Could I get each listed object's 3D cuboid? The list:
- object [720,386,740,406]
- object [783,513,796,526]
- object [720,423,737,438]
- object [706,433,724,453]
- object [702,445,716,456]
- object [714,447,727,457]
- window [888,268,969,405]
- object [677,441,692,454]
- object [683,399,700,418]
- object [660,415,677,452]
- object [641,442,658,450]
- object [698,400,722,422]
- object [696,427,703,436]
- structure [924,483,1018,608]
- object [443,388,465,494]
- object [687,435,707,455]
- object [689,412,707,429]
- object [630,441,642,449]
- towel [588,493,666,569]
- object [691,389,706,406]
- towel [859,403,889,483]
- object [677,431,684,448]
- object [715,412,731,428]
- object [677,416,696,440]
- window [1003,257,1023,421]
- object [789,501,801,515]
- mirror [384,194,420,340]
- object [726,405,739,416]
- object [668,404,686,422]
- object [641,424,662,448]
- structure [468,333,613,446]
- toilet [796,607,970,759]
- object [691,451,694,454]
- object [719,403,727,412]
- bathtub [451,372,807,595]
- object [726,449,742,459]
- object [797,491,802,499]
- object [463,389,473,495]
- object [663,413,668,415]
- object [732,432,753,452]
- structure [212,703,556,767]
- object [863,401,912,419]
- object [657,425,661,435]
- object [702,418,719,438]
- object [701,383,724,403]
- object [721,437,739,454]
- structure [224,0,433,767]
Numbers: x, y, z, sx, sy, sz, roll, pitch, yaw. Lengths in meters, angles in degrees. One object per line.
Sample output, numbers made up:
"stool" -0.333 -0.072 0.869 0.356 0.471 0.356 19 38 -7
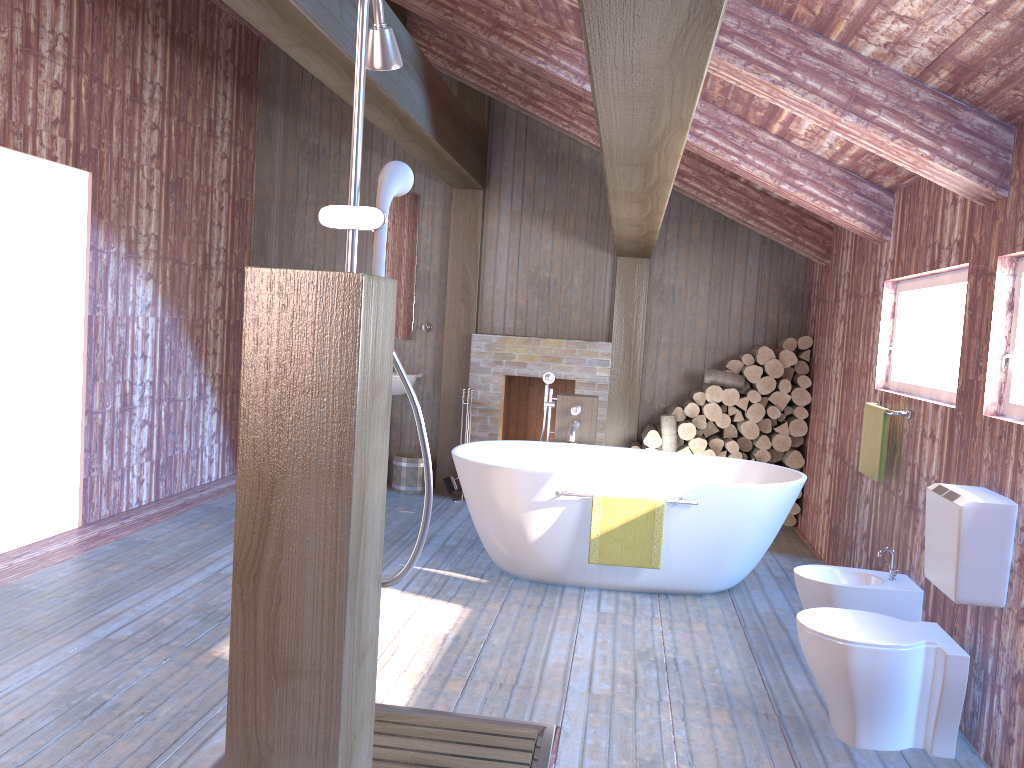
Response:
"object" 1.654 0.081 6.814 0.138 0.147 0.440 4 4 8
"object" 2.109 1.015 6.861 0.114 0.113 0.301 4 4 5
"object" 1.692 0.357 6.921 0.104 0.127 0.321 4 4 8
"object" 1.566 0.454 6.847 0.114 0.120 0.303 4 4 8
"object" 1.500 0.525 6.852 0.098 0.100 0.437 4 4 6
"object" 1.593 0.533 6.847 0.086 0.089 0.279 4 4 5
"window" 1.979 -0.222 4.149 0.054 0.587 1.255 4 4 8
"object" 1.300 0.536 6.908 0.155 0.174 0.483 4 4 6
"object" 1.383 0.186 6.845 0.115 0.123 0.291 4 4 8
"object" 1.188 0.381 6.716 0.147 0.298 0.109 4 4 10
"object" 1.072 0.531 6.912 0.137 0.133 0.437 4 4 6
"object" 1.520 0.195 6.832 0.141 0.143 0.437 4 4 6
"object" 1.438 0.360 6.865 0.064 0.068 0.174 4 4 7
"structure" 1.590 0.554 3.114 0.182 0.363 0.358 4 4 8
"object" -0.461 0.449 6.996 0.136 0.846 0.062 3 4 -11
"object" 1.425 0.451 6.878 0.139 0.148 0.458 4 4 8
"object" 1.436 0.278 6.860 0.111 0.113 0.301 4 4 7
"object" 0.980 0.517 6.977 0.101 0.103 0.242 4 4 8
"towel" 0.582 0.748 4.502 0.370 0.361 0.032 4 4 4
"object" 1.443 0.099 6.847 0.106 0.112 0.282 4 4 8
"towel" 1.807 0.287 4.432 0.032 0.361 0.370 4 4 8
"object" 1.286 0.426 6.973 0.121 0.124 0.291 4 4 8
"object" 1.612 0.266 6.822 0.115 0.123 0.291 4 4 8
"object" 1.343 0.338 6.867 0.138 0.147 0.440 4 4 8
"window" 1.752 -0.134 2.621 0.054 0.587 1.255 4 4 8
"object" 2.121 0.907 6.799 0.102 0.109 0.438 4 4 8
"mirror" -0.965 -0.972 7.346 0.350 1.199 0.009 4 4 7
"object" 1.689 0.194 6.811 0.088 0.092 0.280 4 4 8
"object" 1.283 0.222 6.909 0.114 0.113 0.301 4 4 5
"object" 1.087 0.401 6.914 0.139 0.137 0.455 4 4 6
"structure" 0.205 0.284 7.193 1.130 1.330 0.226 4 4 7
"toilet" 1.285 1.066 3.190 0.534 0.400 0.375 4 4 8
"object" 1.412 0.579 6.867 0.088 0.092 0.280 4 4 8
"object" 1.613 0.181 6.805 0.057 0.061 0.156 4 4 7
"bathtub" 0.619 0.548 5.063 1.935 1.109 1.460 6 4 29
"object" 1.701 0.556 6.836 0.111 0.113 0.301 4 4 6
"object" 2.108 0.780 6.796 0.147 0.152 0.439 4 4 8
"object" -0.319 0.472 6.966 0.126 0.871 0.206 0 5 -40
"object" 1.239 0.299 6.988 0.108 0.113 0.302 4 4 8
"object" 1.792 0.450 6.913 0.116 0.118 0.289 4 4 5
"structure" -0.405 1.216 2.676 1.000 0.067 1.000 4 4 7
"object" 1.852 0.124 4.411 0.091 0.043 0.581 4 4 8
"object" 1.193 0.378 6.997 0.099 0.093 0.280 4 4 8
"object" 1.544 0.332 6.937 0.128 0.150 0.323 4 4 8
"object" 1.542 0.059 6.827 0.135 0.145 0.439 4 4 8
"object" 1.667 0.458 6.829 0.098 0.100 0.437 4 4 6
"structure" -0.388 0.139 2.062 0.328 2.209 0.522 6 4 28
